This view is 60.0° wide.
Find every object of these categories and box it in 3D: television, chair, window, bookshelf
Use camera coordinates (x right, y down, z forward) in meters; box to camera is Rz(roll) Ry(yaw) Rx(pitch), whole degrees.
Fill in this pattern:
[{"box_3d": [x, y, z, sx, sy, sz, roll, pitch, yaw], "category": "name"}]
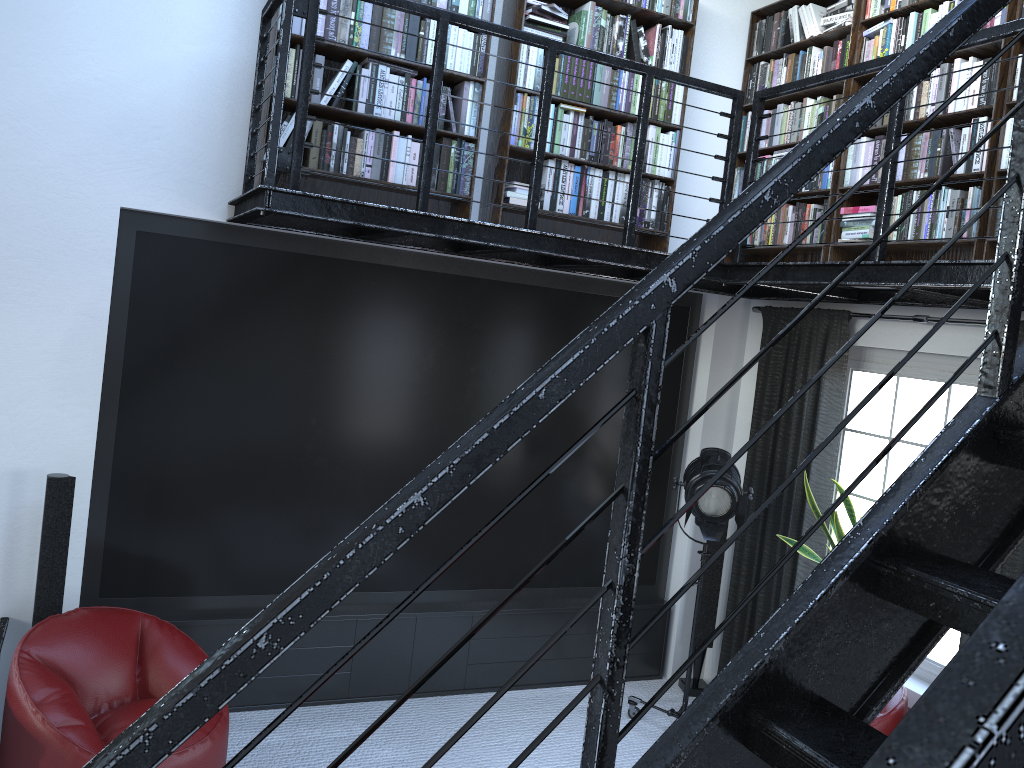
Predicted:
[{"box_3d": [-0.450, 0.513, 4.855, 3.348, 2.423, 0.117, 5, 2, -25], "category": "television"}, {"box_3d": [-1.555, 1.347, 3.529, 0.833, 0.710, 0.829, 10, 4, 44], "category": "chair"}, {"box_3d": [1.341, 1.650, 4.082, 0.832, 0.710, 0.830, 8, 4, 26], "category": "chair"}, {"box_3d": [2.011, 0.635, 4.523, 0.133, 1.602, 1.171, 6, 3, -25], "category": "window"}, {"box_3d": [1.152, -1.293, 2.844, 3.084, 1.613, 4.491, 5, 4, -25], "category": "bookshelf"}]

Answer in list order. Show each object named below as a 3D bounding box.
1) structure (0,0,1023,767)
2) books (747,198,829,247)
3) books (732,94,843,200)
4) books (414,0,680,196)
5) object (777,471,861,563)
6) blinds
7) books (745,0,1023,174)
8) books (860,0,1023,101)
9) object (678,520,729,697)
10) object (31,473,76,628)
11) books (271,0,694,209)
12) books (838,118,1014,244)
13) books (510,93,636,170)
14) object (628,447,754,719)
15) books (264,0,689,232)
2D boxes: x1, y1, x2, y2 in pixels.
[{"box_3d": [0.267, 0.298, 2.581, 4.609, 3.347, 4.504, 5, 4, -25], "category": "structure"}, {"box_3d": [1.947, -1.306, 3.234, 1.283, 1.426, 4.451, 5, 4, -24], "category": "books"}, {"box_3d": [2.393, -1.262, 3.425, 0.227, 1.409, 4.451, 6, 4, -25], "category": "books"}, {"box_3d": [1.048, -1.238, 2.805, 1.596, 1.137, 4.351, 5, 4, -26], "category": "books"}, {"box_3d": [1.634, 0.909, 4.663, 0.525, 0.938, 0.555, 6, 3, -14], "category": "object"}, {"box_3d": [1.883, 0.843, 4.250, 0.125, 2.381, 2.517, 6, 3, -25], "category": "blinds"}, {"box_3d": [2.387, -1.252, 3.424, 0.242, 1.393, 4.457, 6, 4, -25], "category": "books"}, {"box_3d": [2.432, -1.545, 3.423, 0.213, 0.826, 2.646, 6, 4, -25], "category": "books"}, {"box_3d": [1.188, 1.275, 5.395, 0.157, 1.219, 0.158, 6, 2, -10], "category": "object"}, {"box_3d": [-2.049, 1.002, 3.881, 0.157, 1.219, 0.158, 5, 3, -44], "category": "object"}, {"box_3d": [-0.097, -1.647, 4.549, 2.203, 1.420, 0.316, 5, 2, -25], "category": "books"}, {"box_3d": [2.542, -1.069, 3.097, 0.240, 1.119, 3.403, 6, 4, -25], "category": "books"}, {"box_3d": [1.288, -1.349, 2.876, 1.168, 1.401, 4.399, 5, 4, -25], "category": "books"}, {"box_3d": [1.740, 1.272, 3.885, 0.752, 1.575, 2.916, 5, 4, -41], "category": "object"}, {"box_3d": [0.795, -1.392, 2.664, 2.202, 1.406, 4.392, 5, 4, -26], "category": "books"}]
